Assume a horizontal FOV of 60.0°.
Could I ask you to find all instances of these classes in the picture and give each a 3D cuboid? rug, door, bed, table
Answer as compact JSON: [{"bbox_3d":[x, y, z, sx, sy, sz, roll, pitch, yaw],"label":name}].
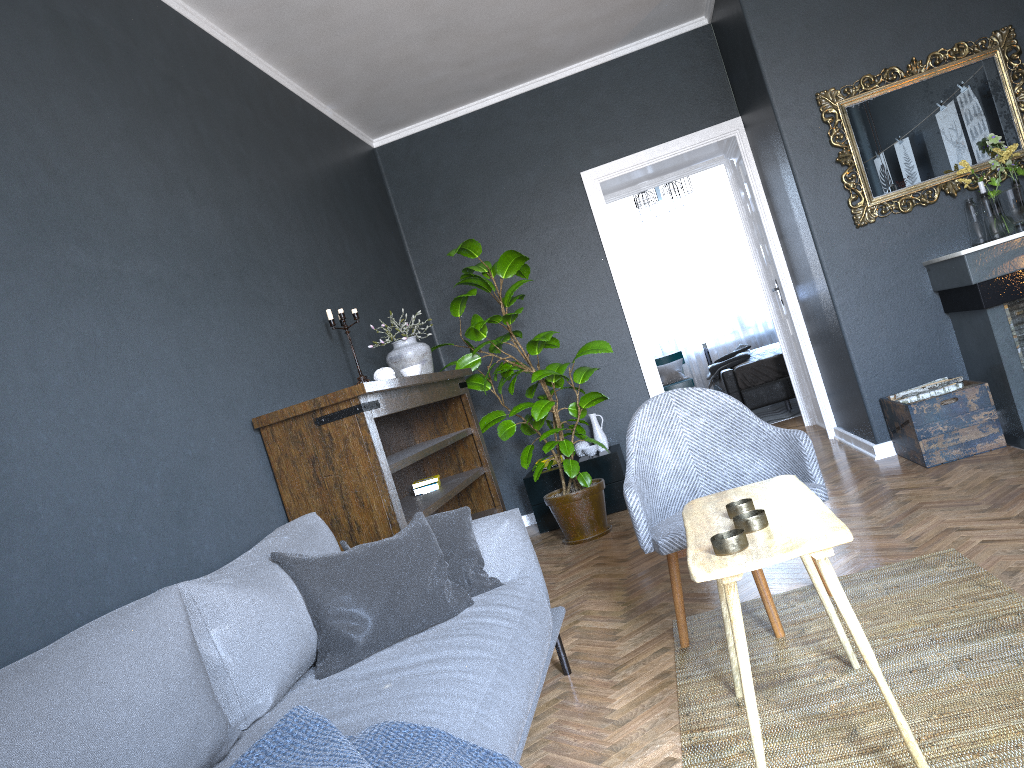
[{"bbox_3d":[0.903,0.767,2.170,1.004,0.013,2.009,-17,0,9],"label":"rug"},{"bbox_3d":[2.026,-0.721,6.514,0.162,2.187,0.856,-17,1,9],"label":"door"},{"bbox_3d":[2.704,0.220,8.731,1.459,0.013,2.043,-17,0,9],"label":"rug"},{"bbox_3d":[3.019,-0.487,8.670,2.377,1.162,2.263,-17,0,10],"label":"bed"},{"bbox_3d":[0.638,0.563,2.062,0.340,0.550,0.787,-17,0,9],"label":"table"}]

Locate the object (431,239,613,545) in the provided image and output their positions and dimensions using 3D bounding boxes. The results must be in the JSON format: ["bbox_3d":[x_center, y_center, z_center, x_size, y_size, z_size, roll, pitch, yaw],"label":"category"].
[{"bbox_3d":[0.075,0.049,5.345,1.118,1.899,0.763,-17,1,3],"label":"object"}]

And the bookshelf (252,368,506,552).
[{"bbox_3d":[-0.421,0.576,4.176,0.451,1.172,1.917,-17,0,9],"label":"bookshelf"}]

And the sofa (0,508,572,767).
[{"bbox_3d":[-0.469,0.779,2.039,0.971,0.798,2.338,-17,0,9],"label":"sofa"}]

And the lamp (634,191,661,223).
[{"bbox_3d":[1.301,-2.062,9.047,0.210,0.804,0.209,-17,1,23],"label":"lamp"}]

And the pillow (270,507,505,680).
[{"bbox_3d":[-0.375,0.564,2.642,0.443,0.362,0.796,-17,0,27],"label":"pillow"}]

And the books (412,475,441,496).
[{"bbox_3d":[-0.407,0.533,4.533,0.174,0.113,0.197,-17,0,-2],"label":"books"}]

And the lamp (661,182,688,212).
[{"bbox_3d":[1.633,-2.195,9.298,0.210,0.747,0.209,-17,1,23],"label":"lamp"}]

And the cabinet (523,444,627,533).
[{"bbox_3d":[0.471,0.710,6.055,0.651,0.390,0.456,-17,0,10],"label":"cabinet"}]

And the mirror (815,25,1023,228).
[{"bbox_3d":[2.263,-1.376,4.765,1.057,0.784,0.067,-17,1,10],"label":"mirror"}]

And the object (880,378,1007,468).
[{"bbox_3d":[2.207,0.191,4.580,0.383,0.326,0.552,-17,0,9],"label":"object"}]

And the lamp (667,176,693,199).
[{"bbox_3d":[1.486,-2.140,8.325,0.210,0.769,0.209,-17,1,23],"label":"lamp"}]

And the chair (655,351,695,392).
[{"bbox_3d":[1.911,0.054,10.357,0.436,0.799,0.592,-17,0,9],"label":"chair"}]

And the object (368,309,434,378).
[{"bbox_3d":[-0.569,-0.205,4.689,0.385,0.412,0.275,-18,0,-12],"label":"object"}]

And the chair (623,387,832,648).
[{"bbox_3d":[0.690,0.410,2.988,0.644,0.811,0.495,-18,0,-12],"label":"chair"}]

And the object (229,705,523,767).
[{"bbox_3d":[-0.264,0.738,1.420,0.491,0.329,0.665,-17,0,14],"label":"object"}]

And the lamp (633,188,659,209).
[{"bbox_3d":[1.222,-2.091,8.663,0.210,0.714,0.209,-17,1,23],"label":"lamp"}]

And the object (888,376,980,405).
[{"bbox_3d":[2.188,0.117,4.579,0.370,0.247,0.532,-17,0,10],"label":"object"}]

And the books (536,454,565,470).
[{"bbox_3d":[0.275,0.534,6.108,0.215,0.066,0.162,-17,0,5],"label":"books"}]

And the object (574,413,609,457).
[{"bbox_3d":[0.500,0.356,6.062,0.229,0.268,0.228,-17,0,43],"label":"object"}]

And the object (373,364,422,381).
[{"bbox_3d":[-0.557,-0.049,4.356,0.255,0.104,0.118,-17,0,-25],"label":"object"}]

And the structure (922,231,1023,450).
[{"bbox_3d":[2.789,-0.323,4.375,1.066,0.981,0.833,-17,0,10],"label":"structure"}]

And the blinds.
[{"bbox_3d":[2.200,-1.083,10.657,3.995,2.789,0.312,-17,1,10],"label":"blinds"}]

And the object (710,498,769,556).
[{"bbox_3d":[0.504,0.301,1.931,0.103,0.033,0.368,-17,0,20],"label":"object"}]

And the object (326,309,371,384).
[{"bbox_3d":[-0.771,-0.157,4.226,0.129,0.437,0.145,-18,1,-44],"label":"object"}]

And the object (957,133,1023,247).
[{"bbox_3d":[2.691,-1.093,4.504,0.728,0.547,0.473,-17,0,12],"label":"object"}]
